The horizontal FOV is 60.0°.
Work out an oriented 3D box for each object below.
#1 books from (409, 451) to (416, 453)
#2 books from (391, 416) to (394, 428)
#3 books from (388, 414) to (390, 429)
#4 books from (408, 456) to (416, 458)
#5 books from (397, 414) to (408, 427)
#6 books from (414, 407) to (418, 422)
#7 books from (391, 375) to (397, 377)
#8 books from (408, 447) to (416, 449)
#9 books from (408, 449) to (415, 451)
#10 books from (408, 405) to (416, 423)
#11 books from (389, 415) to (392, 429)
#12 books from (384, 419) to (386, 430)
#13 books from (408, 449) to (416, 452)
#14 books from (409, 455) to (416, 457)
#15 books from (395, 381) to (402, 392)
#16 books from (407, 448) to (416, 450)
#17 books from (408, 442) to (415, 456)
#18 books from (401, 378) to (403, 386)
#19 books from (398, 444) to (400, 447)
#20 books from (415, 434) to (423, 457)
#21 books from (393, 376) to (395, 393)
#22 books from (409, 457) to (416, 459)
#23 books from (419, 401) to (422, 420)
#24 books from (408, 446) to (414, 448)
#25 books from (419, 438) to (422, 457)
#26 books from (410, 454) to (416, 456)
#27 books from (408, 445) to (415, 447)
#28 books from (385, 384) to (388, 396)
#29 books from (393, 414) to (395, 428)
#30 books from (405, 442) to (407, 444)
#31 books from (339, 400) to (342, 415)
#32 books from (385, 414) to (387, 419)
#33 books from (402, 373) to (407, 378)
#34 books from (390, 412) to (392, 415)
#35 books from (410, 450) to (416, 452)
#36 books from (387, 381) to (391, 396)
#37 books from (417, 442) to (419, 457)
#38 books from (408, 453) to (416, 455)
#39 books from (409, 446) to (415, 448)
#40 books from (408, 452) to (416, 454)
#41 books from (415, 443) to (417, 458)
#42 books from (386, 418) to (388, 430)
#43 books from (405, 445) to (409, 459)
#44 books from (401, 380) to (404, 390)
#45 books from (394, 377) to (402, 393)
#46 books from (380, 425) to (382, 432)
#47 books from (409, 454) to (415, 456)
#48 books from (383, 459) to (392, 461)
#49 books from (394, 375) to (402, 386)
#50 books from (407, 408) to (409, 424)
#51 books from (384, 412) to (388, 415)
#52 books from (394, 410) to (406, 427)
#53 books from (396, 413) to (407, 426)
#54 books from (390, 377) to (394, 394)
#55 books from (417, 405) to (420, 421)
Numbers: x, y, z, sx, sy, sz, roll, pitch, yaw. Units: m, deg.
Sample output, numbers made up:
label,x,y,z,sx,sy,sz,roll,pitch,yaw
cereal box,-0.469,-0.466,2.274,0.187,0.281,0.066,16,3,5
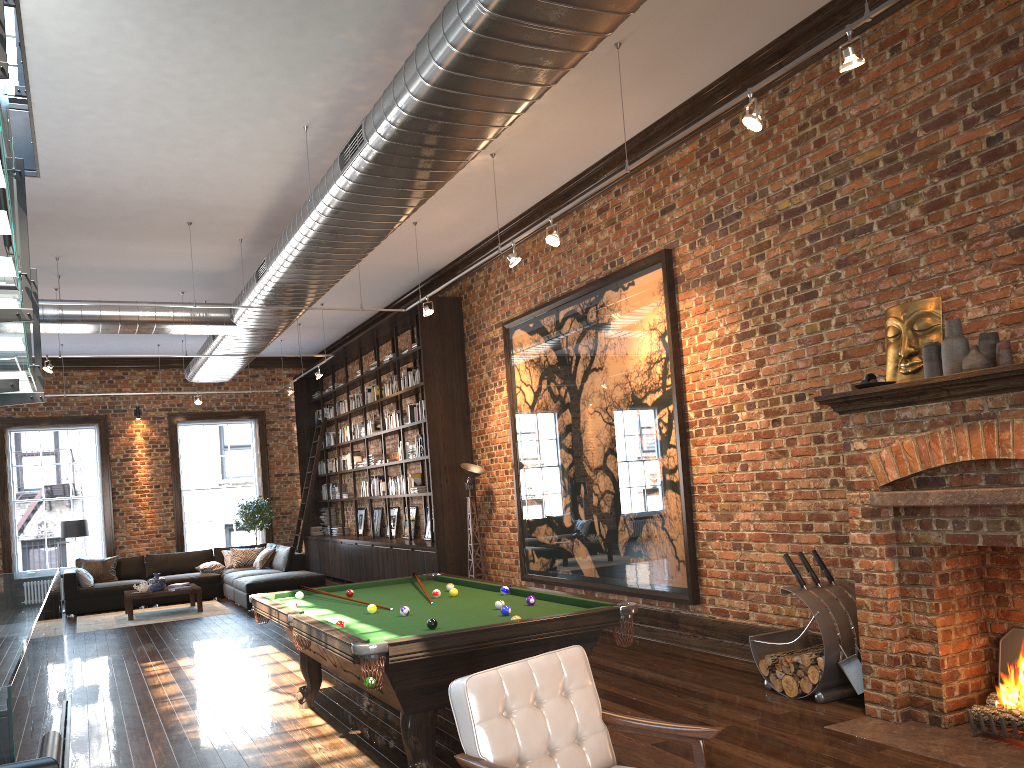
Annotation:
label,x,y,z,sx,sy,sz,roll,pitch,yaw
books,-1.395,1.002,13.087,0.160,0.012,0.312,-1,-7,-26
books,-1.779,0.600,13.743,0.180,0.208,0.024,-2,-2,-26
books,-1.866,0.599,13.944,0.165,0.268,0.012,-3,-2,-26
books,-1.398,1.075,13.083,0.161,0.012,0.317,-1,-7,-29
books,-1.651,0.563,13.510,0.182,0.218,0.051,-2,-2,-26
books,-1.311,0.444,12.771,0.186,0.229,0.035,-3,-2,-26
books,-1.766,0.023,13.671,0.183,0.328,0.008,-3,-2,-26
books,-1.402,0.942,13.084,0.159,0.012,0.353,-1,-7,-24
books,-1.400,0.966,13.084,0.159,0.012,0.353,-1,-7,-24
books,-1.370,0.437,12.827,0.245,0.264,0.038,-2,-2,-26
books,-1.835,0.603,13.879,0.159,0.241,0.031,-3,-2,-26
books,-1.956,0.653,14.098,0.223,0.208,0.065,-2,-3,-26
books,-1.401,0.978,13.082,0.159,0.012,0.354,-1,-7,-29
books,-1.401,1.063,13.082,0.159,0.012,0.356,-2,-7,-22
books,-1.671,0.055,13.476,0.187,0.208,0.052,-2,-3,-26
books,-1.408,0.954,13.081,0.159,0.012,0.356,0,-7,-30
books,-1.484,0.999,13.270,0.137,0.266,0.034,-3,-2,-26
books,-1.572,0.019,13.277,0.172,0.218,0.027,-3,-2,-26
books,-1.645,1.047,13.574,0.174,0.264,0.026,-3,-2,-26
books,-1.306,0.900,12.835,0.179,0.338,0.013,-3,-2,-26
books,-1.731,0.023,13.595,0.182,0.306,0.009,-3,-2,-26
books,-1.397,1.087,13.082,0.159,0.012,0.355,-2,-7,-23
books,-1.221,0.385,12.597,0.180,0.294,0.025,-3,-2,-26
books,-1.404,0.918,13.085,0.159,0.012,0.353,-1,-7,-28
books,-1.251,0.916,12.755,0.167,0.281,0.072,-3,-2,-26
books,-1.400,1.051,13.083,0.160,0.012,0.317,-2,-7,-23
books,-1.405,0.906,13.085,0.159,0.012,0.353,-1,-7,-24
books,-1.899,0.113,13.937,0.173,0.229,0.014,-3,-2,-26
books,-1.731,0.573,13.665,0.185,0.237,0.035,-3,-2,-26
books,-1.588,1.020,13.416,0.183,0.273,0.015,-3,-2,-26
books,-3.114,0.453,16.428,0.163,0.296,0.029,-3,-2,-26
books,-1.923,0.609,14.060,0.159,0.284,0.014,-3,-2,-26
books,-1.556,-0.023,13.253,0.150,0.293,0.032,-3,-2,-26
books,-1.841,0.582,13.925,0.138,0.295,0.024,-3,-2,-26
books,-1.404,0.990,13.080,0.161,0.012,0.318,-2,-7,-22
books,-1.837,0.077,13.788,0.184,0.257,0.032,-3,-2,-26
books,-1.284,0.948,12.816,0.179,0.236,0.036,-3,-2,-26
books,-1.397,1.027,13.085,0.159,0.012,0.353,-1,-7,-28
books,-1.403,0.930,13.085,0.160,0.012,0.315,-1,-7,-24
books,-1.404,1.015,13.082,0.161,0.012,0.318,0,-7,-30
books,-1.309,0.922,12.847,0.183,0.299,0.013,-3,-2,-26
books,-1.895,0.637,13.984,0.180,0.207,0.030,-2,-2,-26
books,-1.524,1.027,13.286,0.184,0.221,0.033,-2,-2,-26
books,-1.549,0.027,13.202,0.189,0.182,0.025,-2,-2,-26
books,-1.702,0.026,13.523,0.180,0.278,0.009,-3,-2,-26
books,-2.015,0.645,14.212,0.190,0.259,0.094,-3,-3,-26
books,-1.397,1.039,13.086,0.160,0.012,0.315,-1,-7,-24
books,-1.943,1.203,14.097,0.160,0.009,0.256,-1,-7,-24
books,-1.702,0.019,13.537,0.188,0.296,0.015,-3,-2,-26
books,-1.464,0.485,13.141,0.160,0.253,0.014,-3,-2,-26
books,-1.976,0.608,14.192,0.142,0.323,0.116,-3,-2,-26
books,-1.711,0.541,13.602,0.183,0.284,0.034,-3,-2,-26
books,-1.672,0.558,13.532,0.171,0.237,0.058,-3,-2,-26
books,-1.774,0.036,13.652,0.183,0.298,0.018,-3,-2,-26
books,-1.264,0.425,12.683,0.189,0.239,0.016,-3,-2,-26
